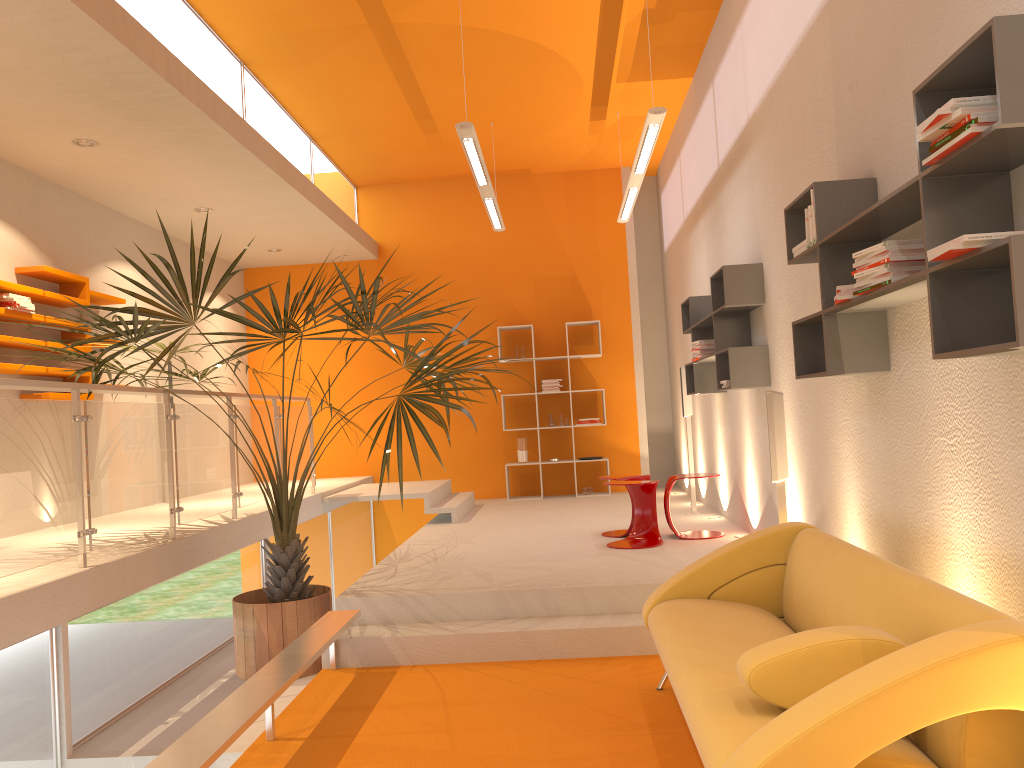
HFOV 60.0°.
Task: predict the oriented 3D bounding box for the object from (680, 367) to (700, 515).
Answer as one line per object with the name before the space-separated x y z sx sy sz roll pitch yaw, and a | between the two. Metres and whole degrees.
object | 1.578 0.504 7.959 0.116 1.317 0.111 -3 -2 0

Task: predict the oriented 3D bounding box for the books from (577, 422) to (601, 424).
books | 0.883 0.451 10.205 0.268 0.011 0.190 -4 -2 5

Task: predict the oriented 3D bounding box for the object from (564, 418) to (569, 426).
object | 1.323 1.973 6.420 0.190 3.502 7.694 -3 -2 -8

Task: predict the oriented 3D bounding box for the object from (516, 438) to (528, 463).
object | 0.120 0.772 10.293 0.129 0.291 0.129 -5 -2 31

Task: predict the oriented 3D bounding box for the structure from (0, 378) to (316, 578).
structure | -2.260 0.398 2.837 0.195 0.900 11.050 -3 -2 3

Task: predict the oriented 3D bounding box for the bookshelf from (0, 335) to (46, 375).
bookshelf | -3.373 -0.200 5.578 0.220 0.220 1.150 -3 -2 3

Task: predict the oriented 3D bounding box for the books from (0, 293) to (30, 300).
books | -3.363 -0.569 5.862 0.230 0.017 0.226 -3 -2 3

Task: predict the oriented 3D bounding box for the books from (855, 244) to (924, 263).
books | 1.309 -0.443 3.014 0.190 0.015 0.254 -3 -2 0

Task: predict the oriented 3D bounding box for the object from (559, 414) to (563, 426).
object | -0.993 2.624 6.850 0.870 4.604 7.392 -5 -3 34

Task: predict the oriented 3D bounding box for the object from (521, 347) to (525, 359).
object | -0.907 2.214 7.019 0.351 5.384 6.779 -4 -2 23

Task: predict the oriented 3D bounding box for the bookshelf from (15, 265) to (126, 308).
bookshelf | -3.338 -0.695 6.777 0.220 0.220 1.150 -3 -2 3

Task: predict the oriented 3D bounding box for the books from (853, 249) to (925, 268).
books | 1.313 -0.427 3.021 0.190 0.015 0.254 -3 -2 -6

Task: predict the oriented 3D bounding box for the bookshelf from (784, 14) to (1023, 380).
bookshelf | 1.350 -0.455 3.084 0.252 0.790 2.000 -3 -2 3

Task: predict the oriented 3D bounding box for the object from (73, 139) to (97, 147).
object | -2.851 -1.626 5.920 0.143 0.059 0.143 -3 -2 -14

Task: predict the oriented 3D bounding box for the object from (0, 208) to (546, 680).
object | -1.315 0.393 5.558 3.098 2.600 3.241 -4 -2 11

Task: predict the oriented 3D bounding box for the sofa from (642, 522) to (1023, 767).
sofa | 0.996 0.958 3.015 0.929 0.706 2.081 -3 -2 3

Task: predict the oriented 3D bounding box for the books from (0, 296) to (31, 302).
books | -3.350 -0.554 5.857 0.190 0.015 0.254 -4 -2 10

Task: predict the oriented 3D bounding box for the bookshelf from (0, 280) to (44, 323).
bookshelf | -3.394 -0.557 5.592 0.220 0.220 1.150 -3 -2 3

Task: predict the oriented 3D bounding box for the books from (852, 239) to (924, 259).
books | 1.322 -0.459 3.011 0.230 0.017 0.226 -3 -2 -7

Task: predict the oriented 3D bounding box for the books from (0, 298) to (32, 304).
books | -3.347 -0.538 5.861 0.227 0.017 0.230 -3 -2 -2

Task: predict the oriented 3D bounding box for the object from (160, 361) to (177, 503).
object | -3.170 0.439 8.227 0.116 1.317 0.111 -4 -2 10

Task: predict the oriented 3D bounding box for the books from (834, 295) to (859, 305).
books | 1.338 -0.320 3.362 0.210 0.013 0.297 -4 -2 18

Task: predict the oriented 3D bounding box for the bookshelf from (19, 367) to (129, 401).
bookshelf | -3.296 0.017 6.751 0.220 0.220 1.150 -3 -2 3

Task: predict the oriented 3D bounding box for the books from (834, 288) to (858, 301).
books | 1.340 -0.344 3.377 0.190 0.015 0.254 -4 -2 14

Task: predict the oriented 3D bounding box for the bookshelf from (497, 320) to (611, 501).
bookshelf | 1.338 1.527 9.303 1.107 4.600 3.516 -2 -3 -39

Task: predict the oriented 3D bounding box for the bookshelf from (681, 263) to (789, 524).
bookshelf | 1.527 0.318 5.935 0.322 2.145 3.370 -4 -2 5

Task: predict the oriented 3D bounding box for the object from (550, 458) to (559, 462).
object | 0.487 0.876 10.202 0.106 0.035 0.105 -1 -3 -43

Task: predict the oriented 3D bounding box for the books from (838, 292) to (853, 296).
books | 1.339 -0.332 3.366 0.190 0.011 0.268 -4 -2 20

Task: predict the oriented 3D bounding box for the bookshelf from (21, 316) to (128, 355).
bookshelf | -3.317 -0.340 6.764 0.220 0.220 1.150 -3 -2 3

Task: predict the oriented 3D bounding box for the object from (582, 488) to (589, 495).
object | 1.316 2.326 4.942 0.129 2.692 10.507 -3 -2 -4

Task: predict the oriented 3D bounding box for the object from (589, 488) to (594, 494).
object | 1.262 2.284 3.631 0.102 2.685 13.193 -3 -2 -2

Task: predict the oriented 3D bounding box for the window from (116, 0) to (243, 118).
window | -2.185 -2.214 5.524 0.006 0.660 2.794 -3 -2 3

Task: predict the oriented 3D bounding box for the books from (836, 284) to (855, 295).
books | 1.334 -0.359 3.371 0.190 0.015 0.254 -4 -2 20

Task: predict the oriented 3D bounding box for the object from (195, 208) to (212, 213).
object | -2.741 -1.561 7.866 0.143 0.059 0.143 -2 -2 -25

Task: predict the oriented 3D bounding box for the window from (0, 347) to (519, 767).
window | -1.175 2.187 6.054 0.481 5.399 8.922 -4 -2 15

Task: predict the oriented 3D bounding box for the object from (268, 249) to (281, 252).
object | -2.631 -1.496 9.811 0.143 0.059 0.143 -2 -2 -25

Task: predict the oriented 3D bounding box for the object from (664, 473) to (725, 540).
object | 1.347 0.901 6.579 0.420 0.450 0.391 -3 -2 3

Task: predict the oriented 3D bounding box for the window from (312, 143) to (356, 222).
window | -1.944 -2.073 9.791 0.006 0.660 1.860 -3 -2 3

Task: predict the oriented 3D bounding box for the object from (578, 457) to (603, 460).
object | 0.909 0.860 10.235 0.294 0.020 0.294 -5 -3 42

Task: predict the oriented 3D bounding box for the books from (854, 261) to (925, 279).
books | 1.326 -0.388 3.009 0.230 0.017 0.226 -3 -2 -7

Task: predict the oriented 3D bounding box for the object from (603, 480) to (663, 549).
object | 0.868 0.920 6.328 0.391 0.450 0.420 -5 -2 33

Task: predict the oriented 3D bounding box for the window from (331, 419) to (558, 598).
window | -0.521 2.714 9.552 2.294 4.526 1.860 -3 -2 3

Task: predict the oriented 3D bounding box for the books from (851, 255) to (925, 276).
books | 1.316 -0.403 3.006 0.210 0.013 0.297 -3 -2 -2

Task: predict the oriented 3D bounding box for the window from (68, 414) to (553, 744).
window | -1.191 1.035 7.333 0.908 1.393 6.719 -4 -2 23

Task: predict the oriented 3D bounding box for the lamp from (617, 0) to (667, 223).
lamp | 0.981 -2.162 7.210 0.120 1.052 3.195 -3 -2 3

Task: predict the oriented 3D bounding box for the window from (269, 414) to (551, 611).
window | -1.011 2.679 8.796 0.993 4.599 4.234 -5 -3 35

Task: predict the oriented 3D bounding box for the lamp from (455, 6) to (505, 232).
lamp | -0.244 -2.088 7.276 0.120 1.052 3.195 -3 -2 3

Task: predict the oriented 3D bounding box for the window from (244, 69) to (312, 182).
window | -2.051 -2.136 7.891 0.006 0.660 1.869 -3 -2 3

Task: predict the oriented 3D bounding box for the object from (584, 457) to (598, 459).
object | 0.905 0.858 10.238 0.178 0.020 0.178 -4 -2 20

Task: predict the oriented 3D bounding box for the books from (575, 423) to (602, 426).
books | 0.879 0.463 10.205 0.296 0.013 0.210 -3 -2 3

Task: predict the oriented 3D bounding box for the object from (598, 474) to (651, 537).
object | 0.888 0.939 6.878 0.391 0.450 0.420 -2 -2 -27
